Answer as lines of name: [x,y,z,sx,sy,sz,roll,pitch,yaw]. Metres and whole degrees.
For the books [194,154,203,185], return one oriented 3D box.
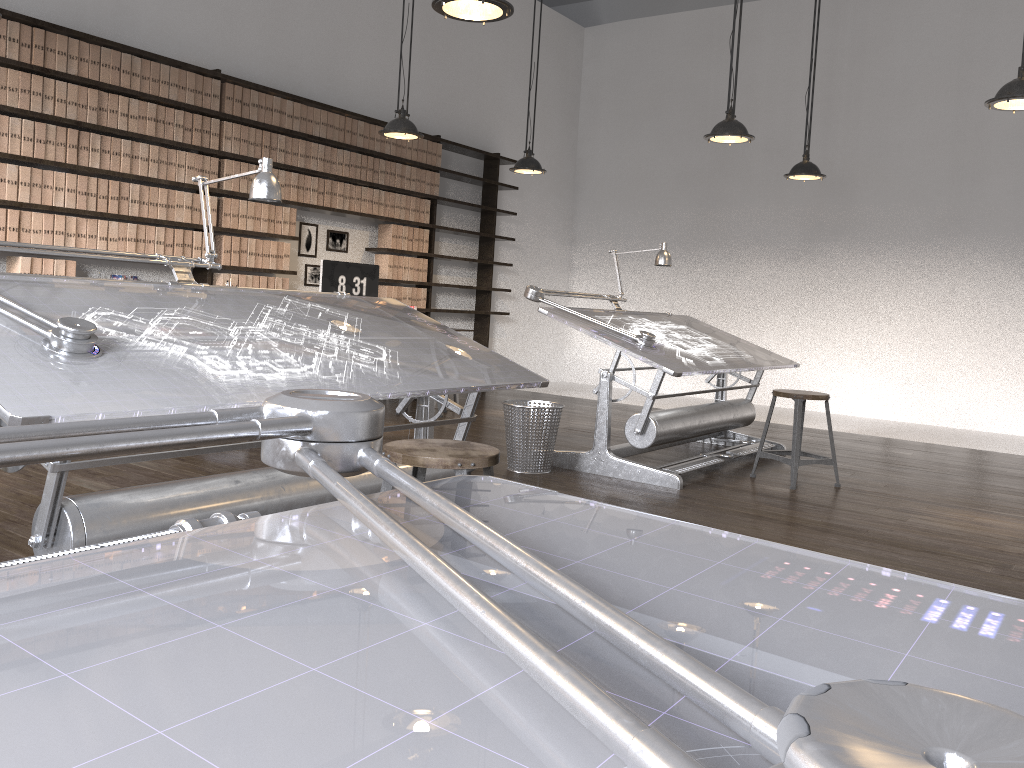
books: [-2.284,-1.518,6.307,0.175,0.225,0.067,6,3,35]

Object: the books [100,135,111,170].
books: [-2.684,-1.492,5.746,0.175,0.225,0.067,6,3,35]

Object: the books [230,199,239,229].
books: [-2.117,-1.262,6.591,0.175,0.225,0.067,6,3,35]

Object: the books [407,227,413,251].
books: [-1.005,-1.338,8.186,0.175,0.225,0.067,6,3,35]

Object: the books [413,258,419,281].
books: [-0.960,-1.068,8.273,0.175,0.225,0.067,6,3,35]

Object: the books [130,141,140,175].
books: [-2.566,-1.500,5.913,0.175,0.225,0.067,6,3,35]

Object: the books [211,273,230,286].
books: [-2.179,-0.710,6.569,0.175,0.225,0.067,6,3,35]

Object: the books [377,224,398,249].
books: [-1.126,-1.330,8.011,0.175,0.225,0.067,6,3,35]

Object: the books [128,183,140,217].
books: [-2.575,-1.224,5.930,0.175,0.225,0.067,6,3,35]

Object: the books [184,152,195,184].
books: [-2.322,-1.516,6.253,0.175,0.225,0.067,6,3,35]

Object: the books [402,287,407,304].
books: [-1.058,-0.787,8.174,0.175,0.225,0.067,6,3,35]

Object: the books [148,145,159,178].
books: [-2.485,-1.505,6.022,0.175,0.225,0.067,6,3,35]

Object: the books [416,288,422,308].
books: [-0.943,-0.795,8.346,0.175,0.225,0.067,6,3,35]

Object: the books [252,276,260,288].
books: [-2.025,-0.721,6.795,0.175,0.225,0.067,6,3,35]

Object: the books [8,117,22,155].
books: [-3.005,-1.470,5.281,0.175,0.225,0.067,6,3,35]

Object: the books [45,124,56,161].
books: [-2.887,-1.478,5.452,0.175,0.225,0.067,6,3,35]

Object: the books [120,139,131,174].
books: [-2.600,-1.497,5.856,0.175,0.225,0.067,6,3,35]

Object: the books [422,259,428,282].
books: [-0.888,-1.073,8.385,0.175,0.225,0.067,6,3,35]

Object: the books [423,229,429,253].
books: [-0.874,-1.347,8.369,0.175,0.225,0.067,6,3,35]

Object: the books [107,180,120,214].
books: [-2.658,-1.218,5.810,0.175,0.225,0.067,6,3,35]

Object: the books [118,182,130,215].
books: [-2.620,-1.222,5.874,0.175,0.225,0.067,6,3,35]

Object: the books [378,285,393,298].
books: [-1.173,-0.779,8.014,0.175,0.225,0.067,6,3,35]

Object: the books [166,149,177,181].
books: [-2.410,-1.511,6.140,0.175,0.225,0.067,6,3,35]

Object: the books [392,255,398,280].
books: [-1.124,-1.057,8.048,0.175,0.225,0.067,6,3,35]

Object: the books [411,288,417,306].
books: [-0.981,-0.792,8.287,0.175,0.225,0.067,6,3,35]

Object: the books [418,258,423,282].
books: [-0.927,-1.071,8.327,0.175,0.225,0.067,6,3,35]

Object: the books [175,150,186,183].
books: [-2.367,-1.513,6.195,0.175,0.225,0.067,6,3,35]

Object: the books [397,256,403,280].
books: [-1.085,-1.060,8.106,0.175,0.225,0.067,6,3,35]

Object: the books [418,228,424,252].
books: [-0.919,-1.344,8.308,0.175,0.225,0.067,6,3,35]

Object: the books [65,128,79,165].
books: [-2.804,-1.483,5.565,0.175,0.225,0.067,6,3,35]

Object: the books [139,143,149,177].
books: [-2.528,-1.502,5.964,0.175,0.225,0.067,6,3,35]

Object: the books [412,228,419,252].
books: [-0.957,-1.341,8.244,0.175,0.225,0.067,6,3,35]

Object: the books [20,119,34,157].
books: [-2.961,-1.472,5.339,0.175,0.225,0.067,6,3,35]

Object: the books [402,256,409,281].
books: [-1.042,-1.063,8.161,0.175,0.225,0.067,6,3,35]

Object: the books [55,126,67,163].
books: [-2.851,-1.481,5.507,0.175,0.225,0.067,6,3,35]

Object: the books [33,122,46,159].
books: [-2.919,-1.475,5.398,0.175,0.225,0.067,6,3,35]

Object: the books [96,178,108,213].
books: [-2.705,-1.216,5.752,0.175,0.225,0.067,6,3,35]

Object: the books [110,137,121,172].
books: [-2.643,-1.495,5.804,0.175,0.225,0.067,6,3,35]

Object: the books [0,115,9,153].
books: [-3.048,-1.467,5.226,0.175,0.225,0.067,6,3,35]

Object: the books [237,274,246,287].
books: [-2.093,-0.715,6.686,0.175,0.225,0.067,6,3,35]

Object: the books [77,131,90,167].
books: [-2.766,-1.486,5.630,0.175,0.225,0.067,6,3,35]

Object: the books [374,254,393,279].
books: [-1.161,-1.054,7.988,0.175,0.225,0.067,6,3,35]

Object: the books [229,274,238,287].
books: [-2.134,-0.713,6.626,0.175,0.225,0.067,6,3,35]

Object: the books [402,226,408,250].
books: [-1.042,-1.335,8.125,0.175,0.225,0.067,6,3,35]

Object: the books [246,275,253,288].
books: [-2.060,-0.718,6.740,0.175,0.225,0.067,6,3,35]

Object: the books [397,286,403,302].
books: [-1.095,-0.785,8.123,0.175,0.225,0.067,6,3,35]

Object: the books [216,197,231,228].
books: [-2.158,-1.259,6.535,0.175,0.225,0.067,6,3,35]

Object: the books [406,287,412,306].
books: [-1.018,-0.789,8.227,0.175,0.225,0.067,6,3,35]

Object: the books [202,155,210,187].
books: [-2.252,-1.521,6.361,0.175,0.225,0.067,6,3,35]

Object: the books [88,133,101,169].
books: [-2.721,-1.489,5.685,0.175,0.225,0.067,6,3,35]

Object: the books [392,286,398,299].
books: [-1.129,-0.781,8.066,0.175,0.225,0.067,6,3,35]

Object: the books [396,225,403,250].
books: [-1.086,-1.333,8.069,0.175,0.225,0.067,6,3,35]

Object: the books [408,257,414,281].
books: [-0.998,-1.065,8.218,0.175,0.225,0.067,6,3,35]

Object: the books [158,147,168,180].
books: [-2.448,-1.508,6.082,0.175,0.225,0.067,6,3,35]

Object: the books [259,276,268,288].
books: [-1.978,-0.724,6.853,0.175,0.225,0.067,6,3,35]

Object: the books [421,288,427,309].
books: [-0.900,-0.797,8.395,0.175,0.225,0.067,6,3,35]

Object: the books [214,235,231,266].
books: [-2.165,-0.986,6.559,0.175,0.225,0.067,6,3,35]

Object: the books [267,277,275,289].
books: [-1.939,-0.727,6.917,0.175,0.225,0.067,6,3,35]
